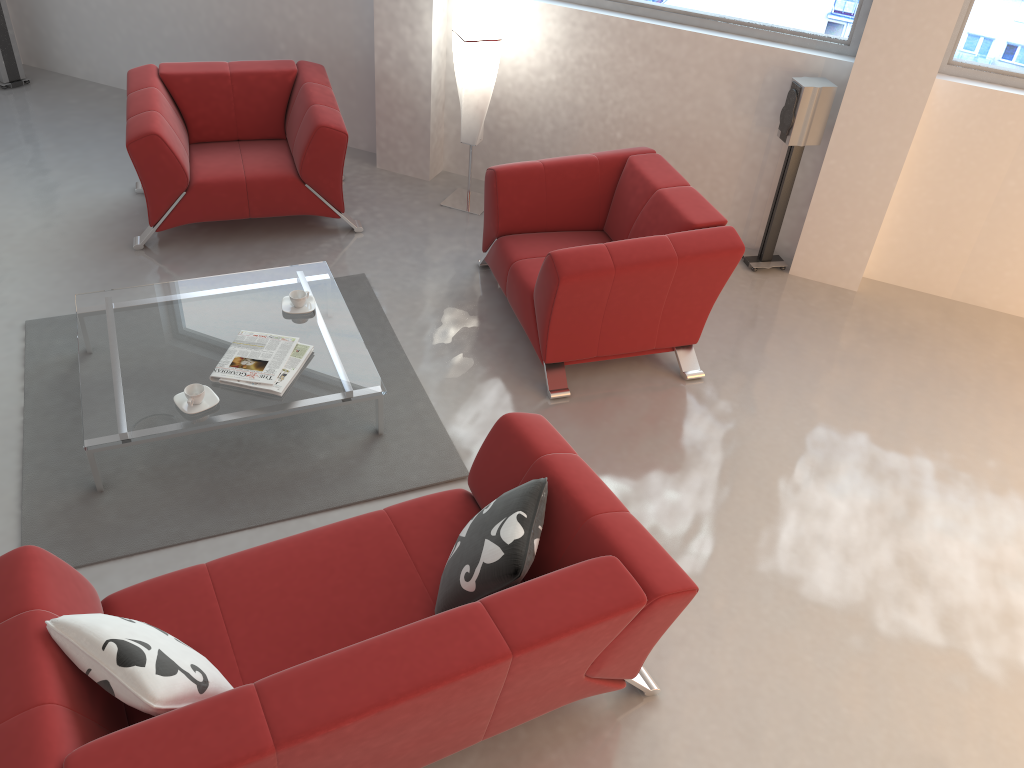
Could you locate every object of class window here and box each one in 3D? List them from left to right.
[{"bbox_3d":[0.845,-2.851,4.597,2.400,1.800,0.100,18,39,15],"label":"window"},{"bbox_3d":[3.423,-2.037,3.869,2.400,1.800,0.100,18,39,15],"label":"window"}]

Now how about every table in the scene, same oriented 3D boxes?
[{"bbox_3d":[-1.273,-0.080,3.958,1.162,0.286,1.097,-11,41,-20],"label":"table"}]

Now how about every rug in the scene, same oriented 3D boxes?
[{"bbox_3d":[-1.280,0.042,4.038,1.700,0.025,1.700,-11,41,-20],"label":"rug"}]

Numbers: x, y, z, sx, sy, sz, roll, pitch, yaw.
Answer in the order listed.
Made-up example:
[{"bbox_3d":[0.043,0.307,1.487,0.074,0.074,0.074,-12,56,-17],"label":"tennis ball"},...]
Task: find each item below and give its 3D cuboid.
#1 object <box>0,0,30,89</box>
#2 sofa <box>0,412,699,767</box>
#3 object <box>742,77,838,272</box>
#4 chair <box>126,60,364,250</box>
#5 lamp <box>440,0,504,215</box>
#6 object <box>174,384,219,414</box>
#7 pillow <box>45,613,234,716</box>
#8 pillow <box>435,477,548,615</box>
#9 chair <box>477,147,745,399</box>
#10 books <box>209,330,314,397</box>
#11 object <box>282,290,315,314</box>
[{"bbox_3d":[-3.773,-2.752,6.361,0.273,1.184,0.255,28,43,26],"label":"object"},{"bbox_3d":[-0.503,0.755,2.623,1.929,0.738,0.951,-15,42,-24],"label":"sofa"},{"bbox_3d":[1.562,-1.162,5.037,0.229,1.112,0.214,-4,39,-12],"label":"object"},{"bbox_3d":[-1.603,-1.379,5.229,1.288,0.738,0.951,-8,40,-16],"label":"chair"},{"bbox_3d":[-0.213,-1.879,5.194,0.313,1.779,0.313,12,38,9],"label":"lamp"},{"bbox_3d":[-1.250,0.048,3.507,0.153,0.069,0.153,-25,47,-34],"label":"object"},{"bbox_3d":[-0.945,0.735,2.305,0.402,0.343,0.288,23,41,21],"label":"pillow"},{"bbox_3d":[-0.060,0.509,2.705,0.288,0.343,0.402,13,38,9],"label":"pillow"},{"bbox_3d":[0.429,-0.654,4.549,0.951,0.738,1.288,-8,40,-16],"label":"chair"},{"bbox_3d":[-1.061,-0.101,3.749,0.345,0.035,0.367,11,38,7],"label":"books"},{"bbox_3d":[-0.987,-0.384,4.095,0.153,0.069,0.153,-3,39,-11],"label":"object"}]
